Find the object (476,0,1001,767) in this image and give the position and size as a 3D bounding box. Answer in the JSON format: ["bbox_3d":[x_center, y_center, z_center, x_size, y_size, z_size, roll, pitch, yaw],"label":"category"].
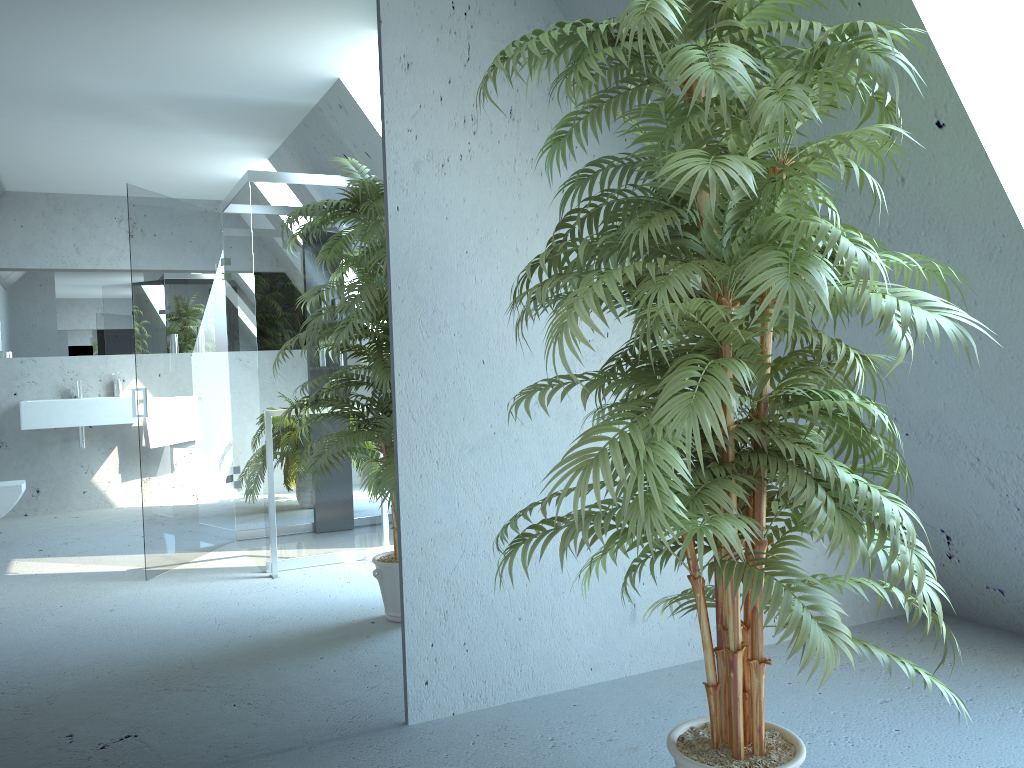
[{"bbox_3d":[0.456,-0.002,1.854,0.980,2.034,1.020,-1,2,23],"label":"object"}]
